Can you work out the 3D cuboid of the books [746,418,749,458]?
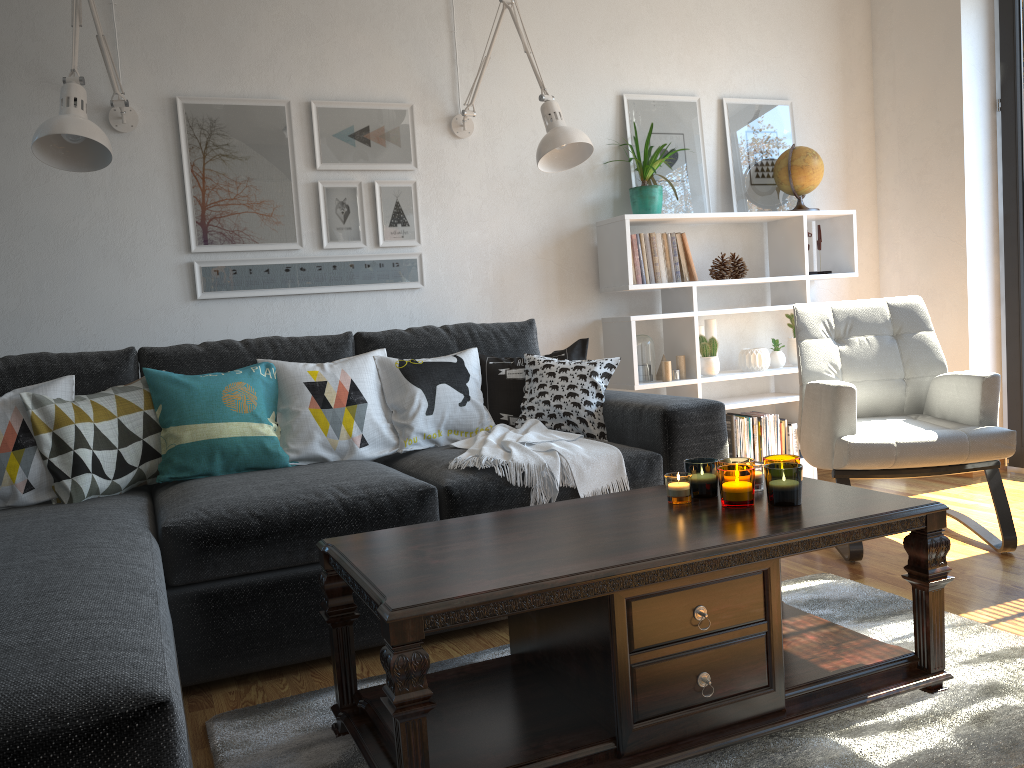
[{"bbox_3d":[0.972,0.248,3.865,0.006,0.211,0.174,-6,5,-23],"label":"books"}]

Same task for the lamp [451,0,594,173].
[{"bbox_3d":[0.025,-1.076,3.210,0.200,0.670,0.698,-7,5,-32],"label":"lamp"}]

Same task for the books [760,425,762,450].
[{"bbox_3d":[1.046,0.257,3.872,0.005,0.180,0.149,-6,5,-23],"label":"books"}]

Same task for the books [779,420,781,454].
[{"bbox_3d":[1.125,0.241,3.956,0.018,0.186,0.196,-6,5,-23],"label":"books"}]

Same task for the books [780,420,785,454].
[{"bbox_3d":[1.162,0.242,3.947,0.014,0.180,0.148,-6,5,-23],"label":"books"}]

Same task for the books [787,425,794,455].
[{"bbox_3d":[1.208,0.255,3.945,0.018,0.147,0.103,-6,5,-23],"label":"books"}]

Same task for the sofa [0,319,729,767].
[{"bbox_3d":[-0.477,0.299,2.187,2.507,0.849,2.162,-6,5,-23],"label":"sofa"}]

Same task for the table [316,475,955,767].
[{"bbox_3d":[0.250,0.484,1.837,1.179,0.409,0.570,-6,5,-23],"label":"table"}]

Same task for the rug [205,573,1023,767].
[{"bbox_3d":[0.349,0.681,1.876,1.812,0.034,1.051,-6,4,-24],"label":"rug"}]

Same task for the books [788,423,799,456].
[{"bbox_3d":[1.228,0.250,3.960,0.031,0.157,0.123,-6,5,-23],"label":"books"}]

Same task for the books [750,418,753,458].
[{"bbox_3d":[0.993,0.244,3.874,0.005,0.212,0.174,-6,5,-23],"label":"books"}]

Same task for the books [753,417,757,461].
[{"bbox_3d":[1.009,0.244,3.880,0.005,0.209,0.170,-6,5,-23],"label":"books"}]

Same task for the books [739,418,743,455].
[{"bbox_3d":[0.947,0.248,3.853,0.004,0.214,0.176,-6,5,-23],"label":"books"}]

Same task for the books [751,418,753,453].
[{"bbox_3d":[0.996,0.245,3.878,0.006,0.209,0.170,-6,5,-23],"label":"books"}]

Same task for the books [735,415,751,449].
[{"bbox_3d":[0.986,0.244,3.862,0.007,0.214,0.170,-6,5,-23],"label":"books"}]

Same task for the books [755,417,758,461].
[{"bbox_3d":[1.014,0.244,3.880,0.006,0.209,0.170,-6,5,-23],"label":"books"}]

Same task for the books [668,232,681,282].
[{"bbox_3d":[0.649,-0.522,3.706,0.044,0.208,0.133,-6,5,-22],"label":"books"}]

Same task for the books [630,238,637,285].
[{"bbox_3d":[0.454,-0.493,3.615,0.047,0.192,0.124,-6,5,-23],"label":"books"}]

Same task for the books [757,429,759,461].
[{"bbox_3d":[1.021,0.243,3.885,0.006,0.209,0.170,-6,5,-23],"label":"books"}]

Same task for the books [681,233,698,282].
[{"bbox_3d":[0.713,-0.528,3.729,0.070,0.204,0.132,-6,5,-22],"label":"books"}]

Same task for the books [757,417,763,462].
[{"bbox_3d":[1.053,0.244,3.867,0.006,0.204,0.123,-6,5,-23],"label":"books"}]

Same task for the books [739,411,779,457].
[{"bbox_3d":[1.085,0.236,3.913,0.092,0.217,0.190,-6,5,-23],"label":"books"}]

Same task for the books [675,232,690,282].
[{"bbox_3d":[0.682,-0.525,3.720,0.061,0.211,0.128,-6,5,-22],"label":"books"}]

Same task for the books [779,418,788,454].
[{"bbox_3d":[1.190,0.241,3.947,0.012,0.180,0.102,-6,5,-23],"label":"books"}]

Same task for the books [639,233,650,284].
[{"bbox_3d":[0.513,-0.508,3.644,0.035,0.210,0.129,-6,5,-23],"label":"books"}]

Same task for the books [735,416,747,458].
[{"bbox_3d":[0.961,0.245,3.856,0.003,0.217,0.173,-6,5,-23],"label":"books"}]

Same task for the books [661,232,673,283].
[{"bbox_3d":[0.609,-0.518,3.687,0.044,0.209,0.132,-6,5,-23],"label":"books"}]

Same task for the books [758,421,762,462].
[{"bbox_3d":[1.039,0.253,3.877,0.005,0.191,0.152,-6,5,-23],"label":"books"}]

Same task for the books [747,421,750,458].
[{"bbox_3d":[0.977,0.253,3.865,0.006,0.198,0.170,-6,5,-24],"label":"books"}]

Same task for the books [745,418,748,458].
[{"bbox_3d":[0.967,0.248,3.862,0.006,0.211,0.174,-6,5,-23],"label":"books"}]

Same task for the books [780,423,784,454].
[{"bbox_3d":[1.150,0.249,3.940,0.014,0.170,0.156,-6,5,-23],"label":"books"}]

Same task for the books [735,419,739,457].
[{"bbox_3d":[0.928,0.252,3.849,0.005,0.209,0.170,-6,5,-23],"label":"books"}]

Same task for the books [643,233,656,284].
[{"bbox_3d":[0.533,-0.509,3.654,0.044,0.209,0.136,-6,5,-23],"label":"books"}]

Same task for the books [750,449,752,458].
[{"bbox_3d":[0.988,0.245,3.874,0.005,0.209,0.170,-6,5,-23],"label":"books"}]

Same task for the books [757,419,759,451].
[{"bbox_3d":[1.025,0.243,3.887,0.004,0.206,0.166,-6,5,-23],"label":"books"}]

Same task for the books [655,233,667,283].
[{"bbox_3d":[0.583,-0.515,3.677,0.048,0.209,0.135,-6,5,-23],"label":"books"}]

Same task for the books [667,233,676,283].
[{"bbox_3d":[0.629,-0.517,3.697,0.035,0.205,0.131,-6,5,-23],"label":"books"}]

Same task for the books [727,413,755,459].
[{"bbox_3d":[1.002,0.239,3.880,0.008,0.219,0.173,-6,5,-23],"label":"books"}]

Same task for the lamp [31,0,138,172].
[{"bbox_3d":[-1.288,-0.944,2.654,0.200,0.670,0.697,-5,5,-14],"label":"lamp"}]

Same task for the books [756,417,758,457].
[{"bbox_3d":[1.018,0.241,3.880,0.003,0.214,0.177,-6,5,-23],"label":"books"}]

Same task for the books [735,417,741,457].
[{"bbox_3d":[0.935,0.245,3.855,0.005,0.220,0.176,-6,5,-23],"label":"books"}]

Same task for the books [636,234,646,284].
[{"bbox_3d":[0.497,-0.504,3.640,0.033,0.210,0.136,-6,5,-22],"label":"books"}]

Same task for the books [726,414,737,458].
[{"bbox_3d":[0.914,0.243,3.842,0.025,0.229,0.168,-6,5,-23],"label":"books"}]

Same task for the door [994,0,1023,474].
[{"bbox_3d":[2.377,-0.714,3.529,0.119,2.277,0.975,-6,5,-23],"label":"door"}]

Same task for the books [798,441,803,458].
[{"bbox_3d":[1.252,0.257,3.966,0.016,0.133,0.133,-6,5,-23],"label":"books"}]

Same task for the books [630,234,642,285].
[{"bbox_3d":[0.477,-0.504,3.629,0.043,0.205,0.129,-6,5,-23],"label":"books"}]

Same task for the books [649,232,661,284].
[{"bbox_3d":[0.559,-0.513,3.661,0.044,0.210,0.133,-6,5,-22],"label":"books"}]
